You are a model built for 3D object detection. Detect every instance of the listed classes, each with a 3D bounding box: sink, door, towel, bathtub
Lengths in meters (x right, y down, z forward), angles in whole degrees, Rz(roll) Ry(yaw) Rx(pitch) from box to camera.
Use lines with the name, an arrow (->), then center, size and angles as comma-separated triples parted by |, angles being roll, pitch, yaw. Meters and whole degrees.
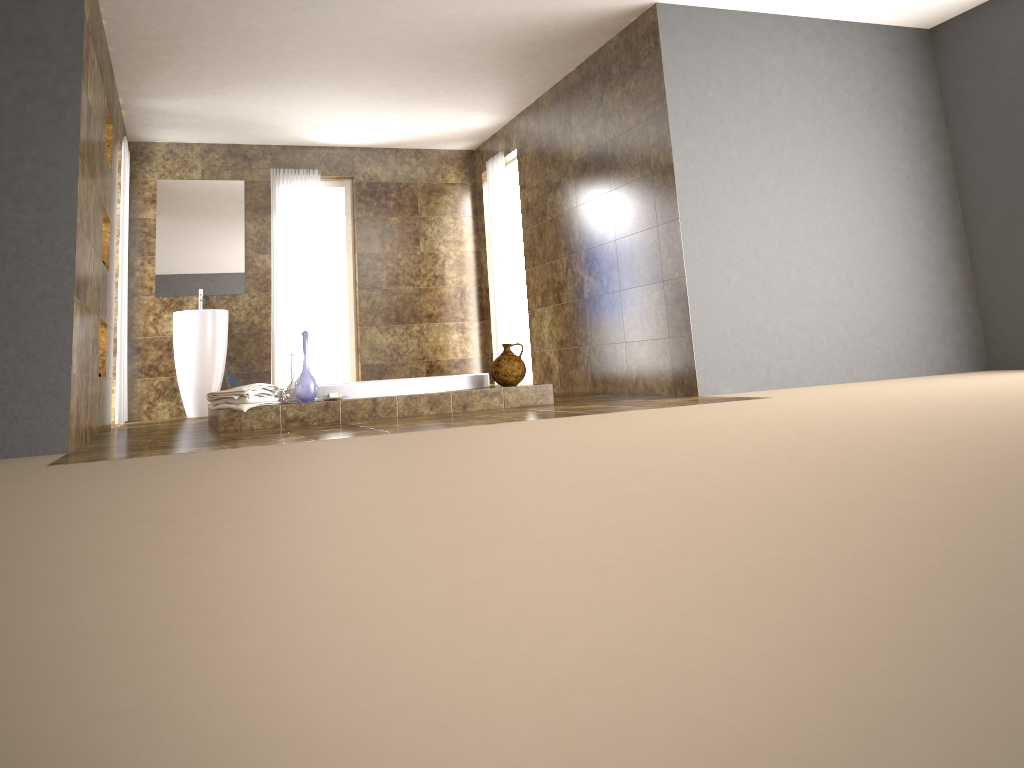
sink -> -2.717, -0.288, 7.544 | 0.459, 1.169, 0.421 | -1, -10, -18
door -> 0.405, -1.062, 8.575 | 0.957, 2.291, 0.038 | -6, -11, 12
towel -> -1.534, 0.078, 4.932 | 0.336, 0.154, 0.317 | -4, -1, 24
bathtub -> -1.026, 0.130, 6.011 | 1.744, 0.537, 1.718 | -4, 0, 10

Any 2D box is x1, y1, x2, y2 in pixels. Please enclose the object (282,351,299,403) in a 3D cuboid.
object -> -1.300, -0.043, 5.136 | 0.130, 0.317, 0.125 | -2, -10, -13

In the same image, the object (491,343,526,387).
object -> -0.025, -0.124, 5.611 | 0.225, 0.283, 0.228 | -9, -8, 41

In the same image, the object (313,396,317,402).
object -> -1.191, 0.046, 5.145 | 0.057, 0.119, 0.056 | -9, -10, 31

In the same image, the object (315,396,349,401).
object -> -1.053, 0.087, 5.059 | 0.190, 0.019, 0.186 | -5, 1, -32

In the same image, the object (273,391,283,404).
object -> -1.460, 0.084, 5.174 | 0.169, 0.077, 0.166 | -3, -1, -40

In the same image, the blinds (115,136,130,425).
blinds -> -3.110, -0.837, 6.942 | 0.068, 2.341, 0.579 | 1, -11, -21

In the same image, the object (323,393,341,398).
object -> -1.055, 0.071, 5.073 | 0.101, 0.033, 0.060 | -4, -2, -6

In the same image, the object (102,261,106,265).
object -> -2.793, -0.911, 5.739 | 0.175, 0.293, 0.108 | -1, -10, -20

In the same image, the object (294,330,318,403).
object -> -1.203, -0.104, 5.042 | 0.136, 0.432, 0.131 | -1, -10, -13

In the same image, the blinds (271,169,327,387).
blinds -> -2.019, -0.944, 8.145 | 0.519, 2.329, 0.065 | 0, -12, -20

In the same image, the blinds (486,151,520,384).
blinds -> -0.109, -1.070, 8.195 | 0.069, 2.342, 0.467 | 1, -12, -21

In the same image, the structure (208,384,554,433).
structure -> -1.024, 0.138, 6.011 | 2.009, 0.127, 1.957 | -4, 1, -21

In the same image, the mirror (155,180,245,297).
mirror -> -2.865, -1.354, 7.962 | 0.769, 1.123, 0.008 | -1, -11, -20

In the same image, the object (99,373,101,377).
object -> -2.729, -0.176, 5.572 | 0.152, 0.282, 0.146 | -1, -9, -20

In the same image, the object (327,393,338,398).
object -> -1.037, 0.068, 5.006 | 0.053, 0.035, 0.071 | -3, -2, -20
